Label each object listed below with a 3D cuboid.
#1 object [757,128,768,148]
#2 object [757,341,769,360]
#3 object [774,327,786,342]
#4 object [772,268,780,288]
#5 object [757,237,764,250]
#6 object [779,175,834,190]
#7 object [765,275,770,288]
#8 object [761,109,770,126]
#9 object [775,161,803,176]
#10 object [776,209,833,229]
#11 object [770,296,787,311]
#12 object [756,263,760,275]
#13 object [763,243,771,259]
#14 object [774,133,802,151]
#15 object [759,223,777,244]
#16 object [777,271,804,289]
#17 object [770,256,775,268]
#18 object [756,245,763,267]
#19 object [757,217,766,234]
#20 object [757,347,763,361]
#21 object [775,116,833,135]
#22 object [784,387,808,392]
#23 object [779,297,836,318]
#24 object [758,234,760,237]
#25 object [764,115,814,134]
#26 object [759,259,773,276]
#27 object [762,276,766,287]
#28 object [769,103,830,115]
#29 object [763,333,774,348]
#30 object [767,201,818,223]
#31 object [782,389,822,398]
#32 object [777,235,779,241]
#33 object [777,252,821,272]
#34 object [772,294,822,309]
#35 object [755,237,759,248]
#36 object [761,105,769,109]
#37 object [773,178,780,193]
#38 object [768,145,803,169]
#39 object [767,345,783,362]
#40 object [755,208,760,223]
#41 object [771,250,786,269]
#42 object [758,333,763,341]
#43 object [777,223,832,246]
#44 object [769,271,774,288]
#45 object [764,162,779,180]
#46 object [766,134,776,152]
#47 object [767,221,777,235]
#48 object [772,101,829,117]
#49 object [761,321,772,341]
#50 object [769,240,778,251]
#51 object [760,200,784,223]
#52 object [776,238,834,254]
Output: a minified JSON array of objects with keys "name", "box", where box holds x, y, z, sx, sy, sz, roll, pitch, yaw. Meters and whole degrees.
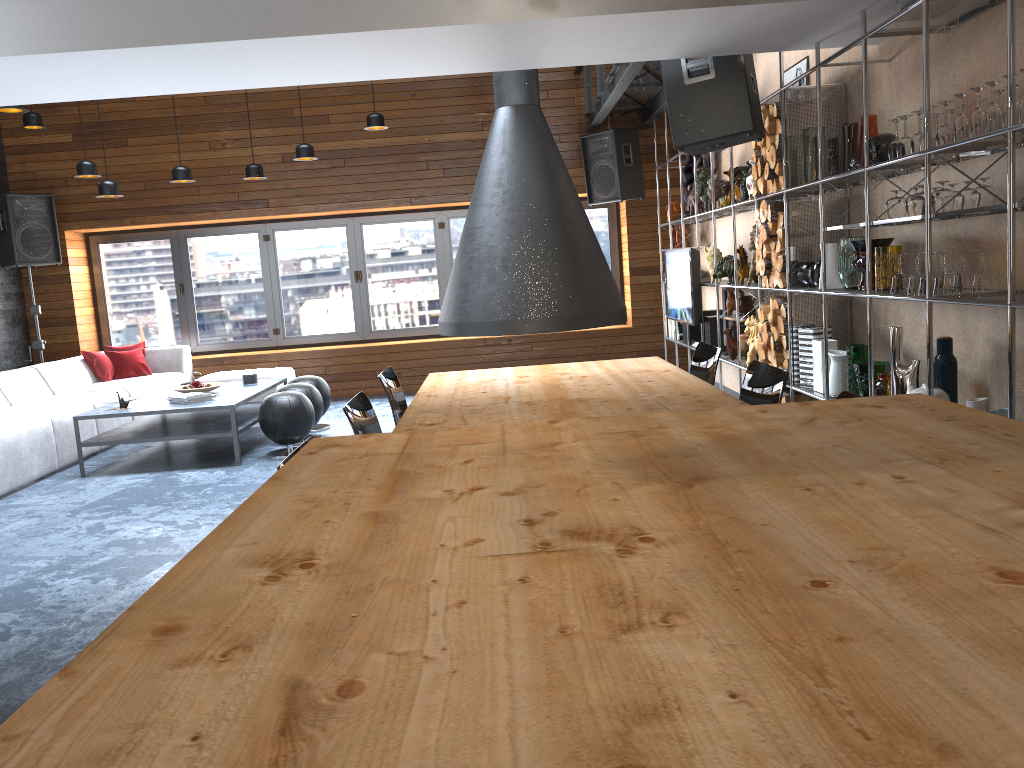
[{"name":"object","box":[1.656,-1.492,5.341,0.321,0.128,0.164,-4,7,0]},{"name":"object","box":[1.762,-0.234,5.647,0.374,0.131,0.115,-5,7,-5]},{"name":"object","box":[1.769,-0.310,5.378,0.329,0.107,0.128,-4,7,0]},{"name":"object","box":[1.769,-0.646,5.342,0.362,0.131,0.154,-4,7,0]},{"name":"object","box":[1.715,-0.904,5.562,0.329,0.107,0.128,-4,7,0]},{"name":"object","box":[1.720,-1.192,5.186,0.287,0.112,0.126,-4,7,0]},{"name":"object","box":[1.751,-0.656,5.578,0.303,0.095,0.087,-4,7,-1]},{"name":"object","box":[1.642,-1.599,5.309,0.289,0.121,0.107,-4,7,-1]},{"name":"object","box":[1.691,-1.255,5.157,0.303,0.088,0.095,-4,7,1]},{"name":"object","box":[1.731,-0.972,5.246,0.299,0.119,0.151,-4,7,2]},{"name":"object","box":[1.777,-0.499,5.568,0.289,0.121,0.107,-4,7,0]},{"name":"object","box":[1.724,-0.747,5.677,0.303,0.088,0.095,-4,7,-3]},{"name":"object","box":[1.728,-0.836,5.482,0.331,0.110,0.101,-4,7,1]},{"name":"object","box":[1.684,-1.398,5.146,0.309,0.121,0.111,-4,7,0]},{"name":"object","box":[1.697,-0.930,5.439,0.321,0.128,0.164,-4,7,-1]},{"name":"object","box":[1.747,-0.628,5.244,0.330,0.105,0.107,-5,7,-3]},{"name":"object","box":[1.749,-0.767,5.437,0.288,0.118,0.147,-5,7,-4]},{"name":"object","box":[1.701,-0.817,5.609,0.286,0.143,0.143,-4,7,-1]},{"name":"object","box":[1.720,-1.001,5.521,0.362,0.115,0.098,-4,7,-1]},{"name":"object","box":[1.766,-0.216,5.751,0.321,0.109,0.110,-4,7,0]},{"name":"object","box":[1.693,-1.498,5.148,0.299,0.114,0.135,-4,7,2]},{"name":"object","box":[1.760,0.056,5.571,0.321,0.128,0.164,-4,7,-1]},{"name":"object","box":[1.756,-0.460,5.288,0.308,0.107,0.121,-5,7,-4]},{"name":"object","box":[1.726,-0.984,5.626,0.299,0.114,0.135,-4,7,-3]},{"name":"object","box":[1.683,-1.541,5.245,0.362,0.115,0.098,-4,7,0]},{"name":"object","box":[1.709,-0.734,5.537,0.312,0.110,0.103,-5,7,-4]},{"name":"object","box":[1.754,-0.678,5.665,0.287,0.112,0.126,-4,7,-1]},{"name":"object","box":[1.689,-1.611,5.208,0.330,0.103,0.102,-4,7,3]},{"name":"object","box":[1.746,-0.285,5.551,0.330,0.098,0.107,-5,7,-5]},{"name":"object","box":[1.684,-1.036,5.332,0.289,0.121,0.107,-4,7,0]},{"name":"object","box":[1.784,0.089,5.469,0.309,0.131,0.099,-5,7,-4]},{"name":"object","box":[1.740,-0.883,5.299,0.290,0.153,0.112,-5,7,-4]},{"name":"object","box":[1.738,-0.721,5.225,0.321,0.109,0.110,-4,7,0]},{"name":"object","box":[1.772,-0.499,5.468,0.312,0.150,0.140,-5,7,-4]},{"name":"object","box":[1.717,-0.887,5.652,0.309,0.121,0.111,-4,7,-1]},{"name":"object","box":[1.678,-1.653,5.418,0.299,0.118,0.129,-4,7,-3]},{"name":"object","box":[1.714,-1.192,5.275,0.303,0.095,0.087,-4,7,0]},{"name":"object","box":[1.667,-1.340,5.204,0.286,0.143,0.143,-4,7,0]},{"name":"object","box":[1.753,-0.205,5.533,0.288,0.118,0.147,-5,7,-4]},{"name":"object","box":[1.705,-1.072,5.612,0.308,0.107,0.121,-5,7,-4]},{"name":"object","box":[1.733,-0.769,5.332,0.329,0.135,0.095,-5,7,-4]},{"name":"object","box":[1.757,-0.307,5.724,0.331,0.110,0.107,-4,7,-3]},{"name":"object","box":[1.721,-0.881,5.221,0.308,0.120,0.098,-5,7,-5]},{"name":"object","box":[1.752,-0.656,5.467,0.299,0.114,0.135,-4,7,-3]},{"name":"object","box":[1.672,-1.278,5.295,0.312,0.110,0.103,-4,7,3]},{"name":"object","box":[1.679,-1.437,5.229,0.329,0.107,0.128,-4,7,-1]},{"name":"object","box":[1.707,-0.957,5.359,0.303,0.090,0.098,-4,7,-2]},{"name":"object","box":[1.672,-1.587,5.139,0.308,0.107,0.121,-4,7,3]},{"name":"object","box":[1.742,-0.352,5.638,0.290,0.153,0.112,-5,7,-4]},{"name":"object","box":[1.744,-0.840,5.401,0.330,0.098,0.107,-5,7,-5]},{"name":"object","box":[1.686,-1.062,5.428,0.312,0.150,0.140,-5,7,-4]},{"name":"object","box":[1.733,-0.816,5.228,0.331,0.110,0.107,-4,7,-3]}]
